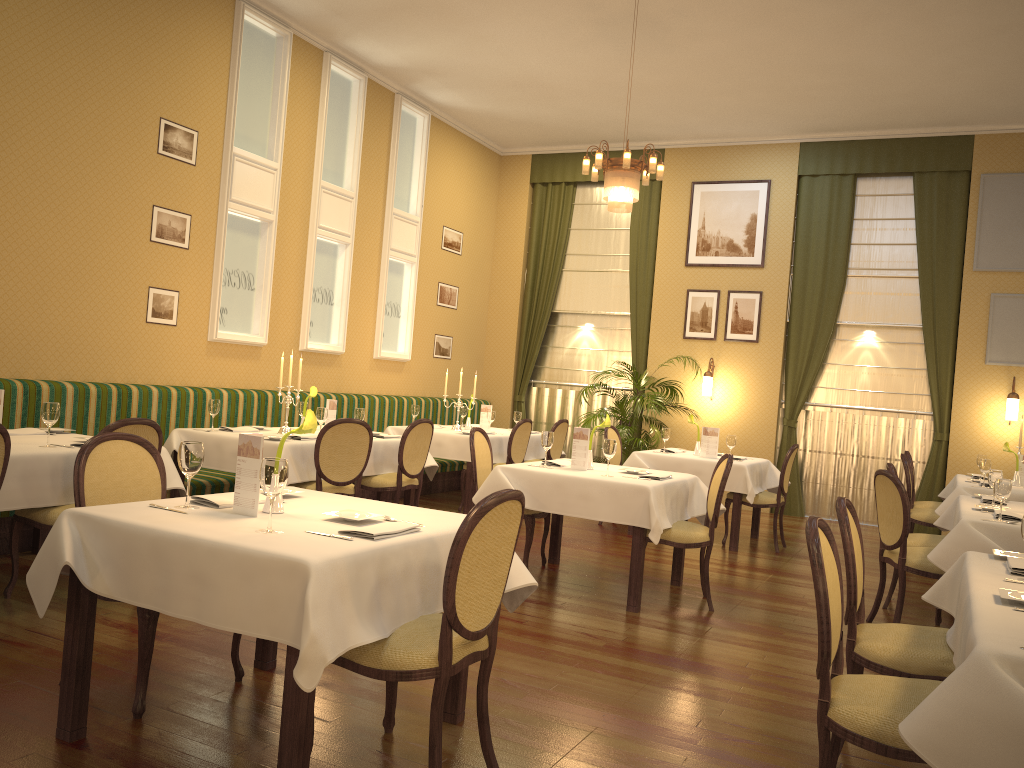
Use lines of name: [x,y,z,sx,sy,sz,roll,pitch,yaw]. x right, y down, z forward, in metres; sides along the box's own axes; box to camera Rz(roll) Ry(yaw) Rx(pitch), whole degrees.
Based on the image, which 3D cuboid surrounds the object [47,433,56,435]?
object: [-2.747,0.286,5.218,0.181,0.015,0.038,5,0,28]

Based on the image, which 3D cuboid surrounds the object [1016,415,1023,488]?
object: [4.415,0.564,7.497,0.390,0.655,0.131,5,0,-8]

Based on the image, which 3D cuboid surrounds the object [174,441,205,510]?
object: [-1.120,0.316,3.080,0.088,0.229,0.088,5,0,-16]

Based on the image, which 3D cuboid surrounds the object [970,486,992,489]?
object: [3.789,0.830,7.134,0.181,0.015,0.038,5,0,28]

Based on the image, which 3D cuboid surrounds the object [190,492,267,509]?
object: [-1.028,0.424,3.259,0.142,0.033,0.273,5,0,26]

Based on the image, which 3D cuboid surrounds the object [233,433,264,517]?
object: [-0.914,0.311,3.071,0.081,0.277,0.166,5,0,-17]

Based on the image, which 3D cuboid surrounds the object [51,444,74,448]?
object: [-2.358,0.321,4.641,0.185,0.010,0.017,5,0,26]

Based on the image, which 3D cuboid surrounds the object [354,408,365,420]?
object: [-1.209,0.306,6.987,0.088,0.229,0.088,5,0,-16]

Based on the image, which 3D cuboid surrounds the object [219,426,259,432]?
object: [-2.034,0.338,6.612,0.142,0.033,0.273,5,0,26]

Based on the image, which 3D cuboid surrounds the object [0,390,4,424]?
object: [-2.702,0.161,4.516,0.166,0.277,0.081,5,0,-2]

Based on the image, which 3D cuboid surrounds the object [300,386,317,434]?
object: [-1.592,0.201,6.905,0.076,0.375,0.163,5,0,-42]

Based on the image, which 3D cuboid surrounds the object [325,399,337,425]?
object: [-1.444,0.264,7.064,0.081,0.277,0.166,5,0,-12]

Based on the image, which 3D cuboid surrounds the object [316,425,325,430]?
object: [-1.638,0.371,7.498,0.142,0.033,0.273,5,0,26]

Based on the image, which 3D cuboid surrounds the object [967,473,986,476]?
object: [4.465,0.881,8.521,0.160,0.024,0.160,5,0,26]

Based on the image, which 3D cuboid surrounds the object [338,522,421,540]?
object: [-0.432,0.478,2.916,0.142,0.024,0.273,5,0,26]

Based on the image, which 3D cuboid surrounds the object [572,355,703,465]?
object: [1.492,0.504,10.628,1.496,1.807,1.552,5,0,7]

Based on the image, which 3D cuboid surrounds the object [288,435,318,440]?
object: [-1.483,0.384,6.376,0.142,0.033,0.273,5,0,26]

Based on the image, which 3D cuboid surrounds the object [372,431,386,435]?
object: [-1.139,0.415,7.382,0.160,0.024,0.160,5,0,26]

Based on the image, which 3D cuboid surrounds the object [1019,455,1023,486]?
object: [4.505,0.759,7.707,0.166,0.277,0.081,5,0,-2]

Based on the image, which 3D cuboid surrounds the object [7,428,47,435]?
object: [-2.834,0.273,5.075,0.142,0.033,0.273,5,0,26]

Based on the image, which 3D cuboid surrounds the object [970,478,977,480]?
object: [4.241,0.869,8.009,0.185,0.010,0.017,5,0,28]

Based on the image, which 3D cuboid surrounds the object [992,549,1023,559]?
object: [1.958,0.676,3.446,0.160,0.024,0.160,5,0,26]

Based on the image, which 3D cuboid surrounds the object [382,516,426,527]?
object: [-0.384,0.485,3.135,0.181,0.015,0.038,5,0,28]

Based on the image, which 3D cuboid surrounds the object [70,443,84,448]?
object: [-2.214,0.328,4.781,0.142,0.024,0.273,5,0,26]

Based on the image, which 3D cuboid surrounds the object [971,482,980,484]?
object: [4.018,0.850,7.557,0.185,0.010,0.017,5,0,28]

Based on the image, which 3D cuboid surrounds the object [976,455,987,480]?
object: [4.280,0.762,8.087,0.088,0.229,0.088,5,0,-16]

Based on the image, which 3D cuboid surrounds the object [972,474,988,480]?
object: [4.373,0.871,8.266,0.142,0.033,0.273,5,0,26]

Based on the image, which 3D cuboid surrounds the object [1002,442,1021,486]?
object: [4.360,0.696,7.728,0.076,0.375,0.163,5,0,-42]

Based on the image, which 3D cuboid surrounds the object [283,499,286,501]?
object: [-0.941,0.438,3.402,0.181,0.015,0.038,5,0,28]

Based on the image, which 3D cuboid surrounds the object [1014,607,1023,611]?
object: [1.511,0.645,2.481,0.185,0.010,0.017,5,0,28]

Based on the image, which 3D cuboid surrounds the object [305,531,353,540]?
object: [-0.575,0.471,2.775,0.185,0.010,0.017,5,0,26]

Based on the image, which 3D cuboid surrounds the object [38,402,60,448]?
object: [-2.382,0.210,4.568,0.088,0.229,0.088,5,0,-16]

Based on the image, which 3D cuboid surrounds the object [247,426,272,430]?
object: [-1.977,0.345,6.921,0.160,0.024,0.160,5,0,26]

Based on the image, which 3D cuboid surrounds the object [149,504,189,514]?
object: [-1.159,0.422,3.002,0.185,0.010,0.017,5,0,28]

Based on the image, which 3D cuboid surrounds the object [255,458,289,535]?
object: [-0.747,0.347,2.763,0.088,0.229,0.088,5,0,-16]

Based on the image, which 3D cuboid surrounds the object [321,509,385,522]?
object: [-0.554,0.467,3.094,0.160,0.024,0.160,5,0,26]

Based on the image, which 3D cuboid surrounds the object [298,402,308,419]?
object: [-1.730,0.262,7.319,0.088,0.229,0.088,5,0,-22]

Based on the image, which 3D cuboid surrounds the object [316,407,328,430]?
object: [-1.411,0.289,6.556,0.088,0.229,0.088,5,0,-16]

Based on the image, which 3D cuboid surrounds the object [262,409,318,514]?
object: [-0.784,0.271,3.130,0.163,0.375,0.076,5,0,3]

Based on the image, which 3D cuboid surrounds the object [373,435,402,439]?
object: [-1.018,0.426,7.204,0.142,0.024,0.273,5,0,26]

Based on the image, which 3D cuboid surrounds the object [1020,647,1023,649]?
object: [1.282,0.624,2.058,0.181,0.015,0.038,5,0,28]

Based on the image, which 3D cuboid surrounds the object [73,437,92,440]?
object: [-2.336,0.317,4.959,0.160,0.024,0.160,5,0,26]

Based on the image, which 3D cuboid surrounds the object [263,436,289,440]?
object: [-1.630,0.375,6.092,0.160,0.024,0.160,5,0,26]

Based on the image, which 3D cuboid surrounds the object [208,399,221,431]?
object: [-2.169,0.226,6.442,0.088,0.229,0.088,5,0,-16]

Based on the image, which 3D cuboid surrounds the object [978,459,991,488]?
object: [3.842,0.726,7.211,0.088,0.229,0.088,5,0,-16]

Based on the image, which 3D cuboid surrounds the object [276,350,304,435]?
object: [-1.691,0.056,6.719,0.390,0.655,0.131,5,0,41]

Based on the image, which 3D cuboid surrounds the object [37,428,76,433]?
object: [-2.743,0.283,5.330,0.160,0.024,0.160,5,0,26]

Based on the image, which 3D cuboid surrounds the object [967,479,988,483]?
object: [4.033,0.846,7.689,0.160,0.024,0.160,5,0,26]

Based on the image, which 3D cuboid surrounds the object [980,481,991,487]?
object: [3.977,0.838,7.381,0.142,0.033,0.273,5,0,26]

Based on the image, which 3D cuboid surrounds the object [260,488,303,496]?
object: [-0.936,0.435,3.514,0.160,0.024,0.160,5,0,26]
